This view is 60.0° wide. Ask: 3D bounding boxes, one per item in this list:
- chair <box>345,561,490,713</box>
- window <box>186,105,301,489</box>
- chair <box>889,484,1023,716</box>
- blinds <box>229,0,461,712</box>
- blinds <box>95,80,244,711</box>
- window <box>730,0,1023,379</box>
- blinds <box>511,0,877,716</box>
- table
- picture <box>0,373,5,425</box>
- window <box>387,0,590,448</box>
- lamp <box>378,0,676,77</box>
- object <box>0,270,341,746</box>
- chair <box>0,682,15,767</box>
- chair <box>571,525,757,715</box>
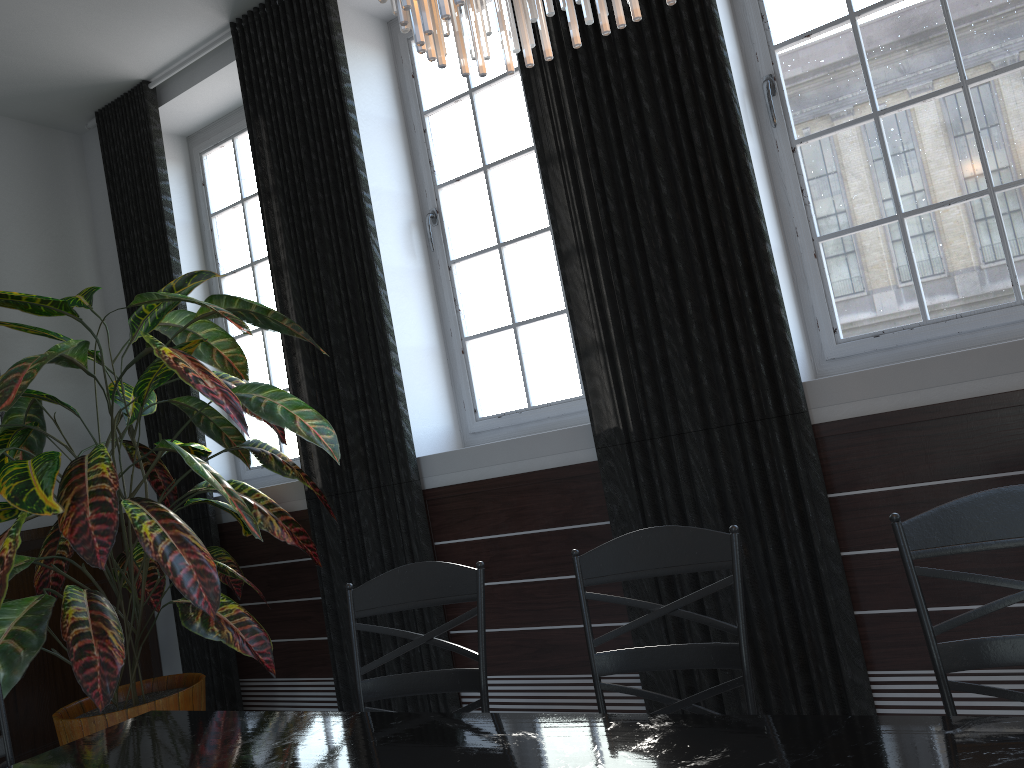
[{"bbox_3d":[-0.237,0.897,1.816,0.494,0.968,0.503,-14,-7,30],"label":"chair"},{"bbox_3d":[-1.220,-0.493,4.530,1.028,1.999,0.133,-15,-8,34],"label":"window"},{"bbox_3d":[0.841,0.649,1.263,0.488,0.959,0.503,-14,-7,27],"label":"chair"},{"bbox_3d":[-0.726,-0.074,3.706,0.620,3.327,0.099,-15,-8,34],"label":"blinds"},{"bbox_3d":[-1.684,0.155,4.382,0.453,3.328,0.102,-15,-8,33],"label":"blinds"},{"bbox_3d":[1.257,-1.082,2.831,1.028,1.999,0.133,-15,-8,34],"label":"window"},{"bbox_3d":[0.477,-0.361,2.877,0.736,3.327,0.111,-15,-8,34],"label":"blinds"},{"bbox_3d":[-0.274,0.992,1.301,1.987,0.699,0.891,-13,-6,33],"label":"table"},{"bbox_3d":[-3.074,-0.178,3.066,0.037,1.284,2.591,-14,-6,28],"label":"picture"},{"bbox_3d":[0.019,-0.788,3.681,1.028,1.999,0.133,-15,-8,34],"label":"window"},{"bbox_3d":[0.157,-1.308,0.999,1.267,1.633,0.441,-14,-7,33],"label":"lamp"},{"bbox_3d":[-1.526,0.584,3.343,1.745,2.252,1.796,-7,-6,-29],"label":"object"},{"bbox_3d":[-1.139,1.072,1.904,0.501,0.968,0.496,-15,-7,34],"label":"chair"},{"bbox_3d":[0.272,0.790,1.652,0.494,0.968,0.504,-15,-7,36],"label":"chair"}]
